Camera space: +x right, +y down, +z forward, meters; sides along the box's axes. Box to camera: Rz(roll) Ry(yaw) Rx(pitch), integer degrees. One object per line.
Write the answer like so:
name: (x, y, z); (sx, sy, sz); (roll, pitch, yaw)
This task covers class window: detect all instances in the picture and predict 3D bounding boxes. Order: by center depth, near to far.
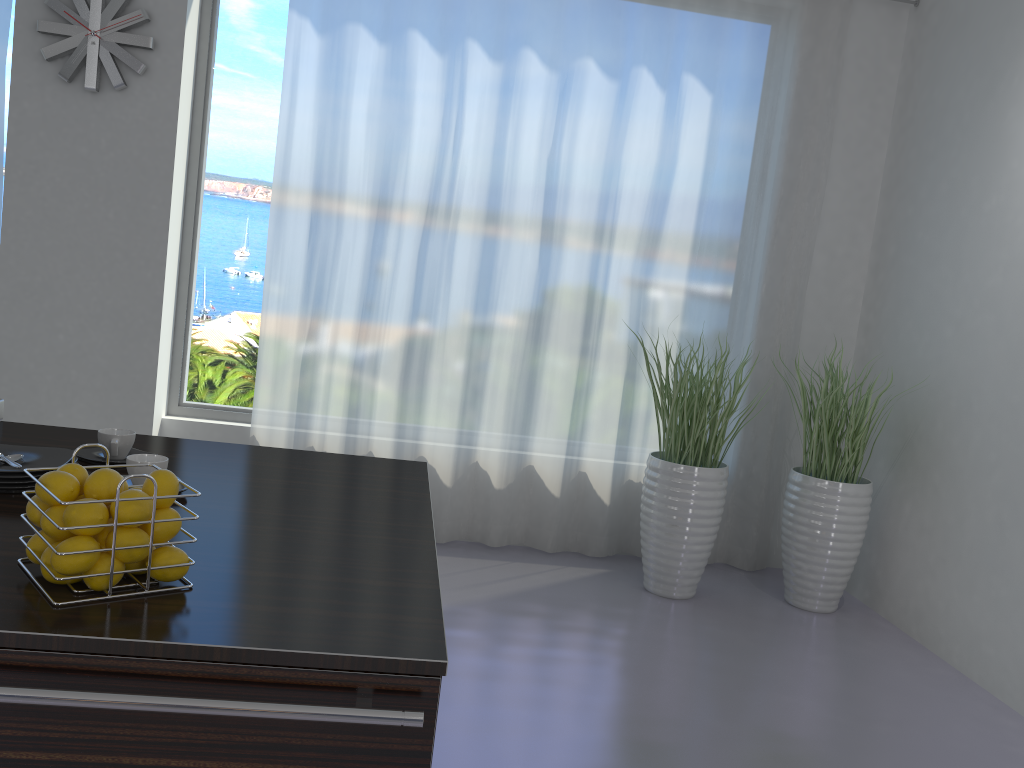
window: (-0.153, -0.918, 4.684); (3.000, 2.500, 0.100); (6, 6, -7)

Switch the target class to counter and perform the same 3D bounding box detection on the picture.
counter: (-1.804, 0.307, 1.598); (3.291, 1.300, 1.302); (6, 6, -7)

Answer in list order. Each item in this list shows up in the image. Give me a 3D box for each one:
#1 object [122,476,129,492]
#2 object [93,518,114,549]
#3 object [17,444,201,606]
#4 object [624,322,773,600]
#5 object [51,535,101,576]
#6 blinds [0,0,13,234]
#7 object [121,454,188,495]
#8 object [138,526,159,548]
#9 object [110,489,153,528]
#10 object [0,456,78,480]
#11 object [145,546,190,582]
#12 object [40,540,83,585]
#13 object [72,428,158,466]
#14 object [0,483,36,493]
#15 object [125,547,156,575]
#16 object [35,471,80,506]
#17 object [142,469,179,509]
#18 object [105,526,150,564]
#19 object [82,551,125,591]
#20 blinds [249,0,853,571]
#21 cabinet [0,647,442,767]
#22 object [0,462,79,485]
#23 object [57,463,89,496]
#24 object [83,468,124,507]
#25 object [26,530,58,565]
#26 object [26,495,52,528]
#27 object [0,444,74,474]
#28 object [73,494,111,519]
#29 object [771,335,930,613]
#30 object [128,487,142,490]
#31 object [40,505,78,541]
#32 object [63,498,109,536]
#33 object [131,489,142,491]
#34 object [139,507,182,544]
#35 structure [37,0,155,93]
object: (-0.616, 0.160, 1.349); (0.053, 0.051, 0.063); (12, 7, 38)
object: (-0.566, 0.217, 1.263); (0.051, 0.053, 0.062); (7, 6, 1)
object: (-0.586, 0.193, 1.291); (0.189, 0.174, 0.207); (2, 8, -42)
object: (0.834, 0.352, 4.174); (0.713, 1.334, 0.656); (6, 6, -7)
object: (-0.590, 0.232, 1.199); (0.061, 0.054, 0.052); (4, 7, -30)
blinds: (-4.007, -1.130, 3.981); (3.245, 3.112, 0.120); (6, 6, -7)
object: (-0.733, 0.182, 1.776); (0.153, 0.069, 0.153); (3, 7, -34)
object: (-0.559, 0.227, 1.353); (0.052, 0.053, 0.062); (10, 7, 29)
object: (-0.535, 0.175, 1.249); (0.051, 0.053, 0.063); (8, 6, 6)
object: (-0.993, 0.159, 1.732); (0.232, 0.020, 0.232); (7, 6, -4)
object: (-0.501, 0.262, 1.290); (0.053, 0.052, 0.062); (11, 7, 32)
object: (-0.623, 0.250, 1.249); (0.064, 0.063, 0.074); (8, 6, 13)
object: (-0.891, 0.140, 1.995); (0.153, 0.069, 0.153); (10, 6, 26)
object: (-0.996, 0.178, 1.734); (0.232, 0.020, 0.232); (7, 6, 1)
object: (-0.555, 0.255, 1.314); (0.050, 0.055, 0.061); (12, 7, 38)
object: (-0.645, 0.149, 1.259); (0.063, 0.051, 0.053); (12, 8, 40)
object: (-0.520, 0.157, 1.313); (0.050, 0.060, 0.059); (6, 6, -8)
object: (-0.540, 0.226, 1.248); (0.061, 0.055, 0.051); (4, 7, -28)
object: (-0.568, 0.260, 1.234); (0.051, 0.053, 0.063); (7, 6, 1)
blinds: (0.199, -0.670, 4.527); (2.830, 3.112, 0.120); (6, 6, -7)
cabinet: (-1.832, 0.530, 1.610); (3.285, 0.852, 1.377); (6, 6, -7)
object: (-0.995, 0.168, 1.733); (0.232, 0.020, 0.232); (7, 6, 1)
object: (-0.654, 0.146, 1.311); (0.052, 0.060, 0.057); (5, 6, -19)
object: (-0.591, 0.149, 1.285); (0.051, 0.053, 0.063); (6, 6, -6)
object: (-0.671, 0.235, 1.285); (0.060, 0.057, 0.052); (6, 6, -6)
object: (-0.678, 0.185, 1.294); (0.053, 0.051, 0.063); (2, 7, -38)
object: (-1.162, 0.059, 1.781); (0.646, 0.147, 0.269); (9, 6, 17)
object: (-0.623, 0.188, 1.309); (0.064, 0.053, 0.051); (7, 6, -5)
object: (1.482, 0.419, 4.290); (0.656, 1.334, 0.713); (5, 6, -23)
object: (-0.588, 0.189, 1.379); (0.053, 0.055, 0.060); (11, 7, 36)
object: (-0.632, 0.196, 1.254); (0.062, 0.053, 0.052); (3, 7, -35)
object: (-0.587, 0.183, 1.221); (0.061, 0.052, 0.053); (8, 6, 6)
object: (-0.562, 0.182, 1.317); (0.055, 0.051, 0.061); (6, 6, -13)
object: (-0.516, 0.208, 1.301); (0.053, 0.054, 0.061); (12, 7, 39)
structure: (-1.905, -1.598, 4.057); (0.505, 0.505, 0.076); (6, 6, -7)
